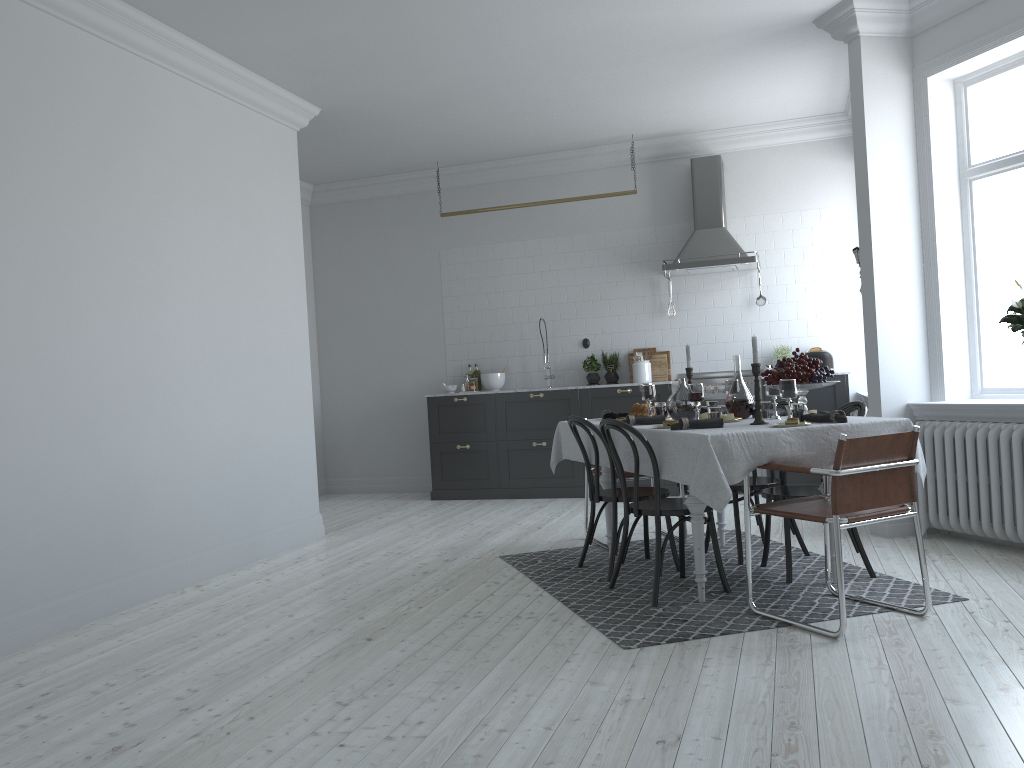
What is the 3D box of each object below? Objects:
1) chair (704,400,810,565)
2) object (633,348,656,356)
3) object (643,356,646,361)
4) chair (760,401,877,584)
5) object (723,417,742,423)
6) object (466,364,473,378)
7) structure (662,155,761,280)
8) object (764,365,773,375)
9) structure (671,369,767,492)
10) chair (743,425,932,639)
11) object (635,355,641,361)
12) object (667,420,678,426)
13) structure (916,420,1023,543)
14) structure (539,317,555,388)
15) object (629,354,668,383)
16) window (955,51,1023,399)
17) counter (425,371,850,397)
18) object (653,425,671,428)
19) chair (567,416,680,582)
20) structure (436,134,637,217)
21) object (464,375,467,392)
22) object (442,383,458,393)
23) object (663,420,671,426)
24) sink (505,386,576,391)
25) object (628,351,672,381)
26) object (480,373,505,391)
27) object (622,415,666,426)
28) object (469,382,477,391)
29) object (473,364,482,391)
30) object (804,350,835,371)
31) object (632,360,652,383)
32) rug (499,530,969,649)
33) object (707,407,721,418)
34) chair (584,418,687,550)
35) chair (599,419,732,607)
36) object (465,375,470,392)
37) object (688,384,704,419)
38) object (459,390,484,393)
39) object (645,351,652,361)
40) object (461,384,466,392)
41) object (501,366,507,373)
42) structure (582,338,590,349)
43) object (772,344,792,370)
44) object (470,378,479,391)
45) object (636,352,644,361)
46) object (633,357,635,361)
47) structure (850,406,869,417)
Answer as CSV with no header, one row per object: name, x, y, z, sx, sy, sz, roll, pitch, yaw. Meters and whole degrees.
chair,1.446,0.568,5.308,0.564,0.909,0.463,-3,0,-19
object,1.293,-0.181,8.595,0.220,0.330,0.041,-3,0,17
object,1.277,-0.143,8.499,0.050,0.247,0.114,-3,0,-18
chair,1.628,0.560,4.759,0.564,0.909,0.463,-3,0,-4
object,1.100,0.195,4.722,0.251,0.018,0.251,-3,0,17
object,-0.428,-0.061,9.132,0.066,0.282,0.066,-3,0,12
structure,1.811,-1.545,8.153,0.843,1.079,0.567,-3,0,17
object,2.369,-0.125,8.186,0.072,0.095,0.072,-3,0,-27
structure,1.916,0.434,8.125,0.779,1.096,0.651,-3,0,17
chair,1.420,0.612,3.925,0.546,0.837,0.593,-3,0,-28
object,1.194,-0.144,8.452,0.054,0.262,0.149,-3,0,-8
object,0.810,0.201,4.468,0.051,0.039,0.036,-4,0,-33
structure,2.876,0.586,4.796,0.245,0.753,1.710,-3,0,-20
structure,0.327,-0.306,8.700,0.100,0.692,0.266,-3,0,17
object,1.319,-0.148,8.562,0.360,0.261,0.053,-3,0,17
window,3.254,-0.937,4.678,0.061,2.080,2.079,-3,0,-20
counter,1.097,0.006,8.385,3.902,0.020,0.624,-3,0,17
object,0.805,0.215,4.497,0.182,0.013,0.182,-3,0,32
chair,0.624,0.617,5.090,0.564,0.909,0.463,-3,0,-19
structure,0.202,-1.994,8.553,1.988,0.556,0.053,-3,0,17
object,-0.458,-0.004,9.074,0.059,0.172,0.059,-4,0,-41
object,-0.626,0.039,9.050,0.159,0.110,0.172,-3,0,12
object,0.794,0.203,4.505,0.057,0.037,0.021,-3,0,-2
sink,0.303,0.142,8.591,0.669,0.203,0.384,-3,0,17
object,1.339,-0.164,8.614,0.400,0.290,0.030,-3,0,17
object,-0.190,-0.019,8.952,0.247,0.175,0.247,-3,0,31
object,0.726,0.196,4.851,0.247,0.061,0.165,-4,0,-33
object,-0.398,0.029,8.959,0.078,0.101,0.078,-4,0,-44
object,-0.352,-0.065,9.103,0.089,0.282,0.082,-3,0,17
object,2.753,-0.203,8.050,0.326,0.207,0.219,-3,0,22
object,1.241,-0.116,8.468,0.174,0.208,0.174,-3,0,13
rug,1.005,1.038,4.887,1.701,0.021,2.166,-3,0,-15
object,1.011,0.162,4.421,0.066,0.094,0.066,-3,0,6
chair,0.800,0.640,5.956,0.546,0.837,0.593,-3,0,-11
chair,0.754,0.612,4.534,0.564,0.909,0.463,-3,0,-24
object,-0.448,-0.004,9.009,0.059,0.172,0.059,-4,0,-41
object,0.936,0.107,4.498,0.083,0.215,0.083,-3,0,22
object,-0.413,0.078,9.037,0.180,0.008,0.272,-3,0,17
object,1.283,-0.166,8.493,0.131,0.296,0.056,-3,0,-3
object,-0.495,0.043,8.979,0.046,0.084,0.046,-3,0,4
object,-0.126,-0.061,8.961,0.209,0.232,0.042,-4,0,-32
structure,0.733,-0.403,8.801,0.079,0.103,0.032,-3,0,17
object,2.480,-0.226,8.133,0.210,0.283,0.220,-3,0,30
object,-0.389,0.008,9.064,0.077,0.141,0.044,-3,0,17
object,1.240,-0.162,8.478,0.064,0.290,0.141,-3,0,-9
object,1.208,-0.140,8.472,0.061,0.251,0.117,-4,0,-43
structure,2.905,0.575,7.137,0.245,0.753,1.673,-3,0,17
